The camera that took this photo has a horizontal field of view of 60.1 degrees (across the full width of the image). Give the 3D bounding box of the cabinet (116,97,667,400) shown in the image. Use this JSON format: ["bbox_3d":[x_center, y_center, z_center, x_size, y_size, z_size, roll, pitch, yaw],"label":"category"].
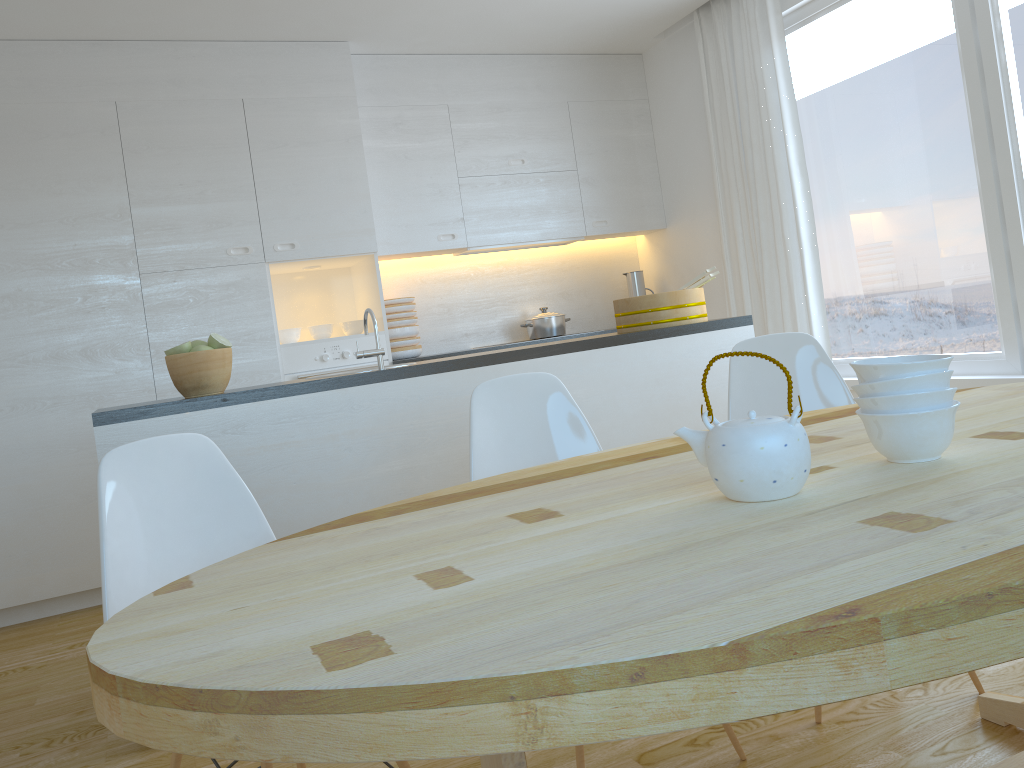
[{"bbox_3d":[-0.415,-0.479,5.170,3.212,2.301,0.479,-9,0,-24],"label":"cabinet"}]

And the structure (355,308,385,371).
[{"bbox_3d":[-0.507,-0.150,3.029,0.097,0.215,0.162,-8,1,-23],"label":"structure"}]

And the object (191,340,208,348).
[{"bbox_3d":[-1.018,-0.097,2.900,0.102,0.098,0.086,-8,1,-3],"label":"object"}]

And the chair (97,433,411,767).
[{"bbox_3d":[-0.477,0.536,1.684,0.521,0.901,0.432,-8,0,37],"label":"chair"}]

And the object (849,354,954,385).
[{"bbox_3d":[0.618,0.001,1.395,0.151,0.087,0.152,-8,2,5],"label":"object"}]

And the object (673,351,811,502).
[{"bbox_3d":[0.344,0.056,1.299,0.147,0.211,0.177,-8,1,-24],"label":"object"}]

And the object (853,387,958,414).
[{"bbox_3d":[0.623,0.053,1.394,0.151,0.093,0.152,-7,2,16],"label":"object"}]

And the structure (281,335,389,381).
[{"bbox_3d":[-0.898,0.069,4.680,0.562,0.596,0.049,-9,0,-24],"label":"structure"}]

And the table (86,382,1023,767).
[{"bbox_3d":[0.562,0.491,1.436,2.197,0.725,1.191,-9,3,-25],"label":"table"}]

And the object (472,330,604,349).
[{"bbox_3d":[0.150,-0.270,5.470,0.656,0.013,0.560,-9,4,-23],"label":"object"}]

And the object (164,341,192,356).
[{"bbox_3d":[-1.064,-0.100,2.822,0.084,0.065,0.086,-8,2,-11],"label":"object"}]

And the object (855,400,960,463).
[{"bbox_3d":[0.626,0.076,1.390,0.151,0.082,0.152,-7,3,16],"label":"object"}]

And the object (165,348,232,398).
[{"bbox_3d":[-1.000,-0.033,2.852,0.204,0.142,0.206,-7,2,28],"label":"object"}]

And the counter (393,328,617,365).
[{"bbox_3d":[0.150,-0.251,5.465,2.007,0.040,0.599,-9,3,-24],"label":"counter"}]

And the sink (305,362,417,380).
[{"bbox_3d":[-0.540,0.026,3.229,0.403,0.157,0.405,-7,3,18],"label":"sink"}]

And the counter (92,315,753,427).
[{"bbox_3d":[-0.248,-0.074,3.325,2.408,0.040,0.599,-9,3,-24],"label":"counter"}]

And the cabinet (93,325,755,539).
[{"bbox_3d":[-0.182,0.396,3.322,2.408,0.910,0.599,-9,1,-24],"label":"cabinet"}]

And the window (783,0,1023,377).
[{"bbox_3d":[2.034,-0.996,3.695,0.088,1.917,2.720,-8,2,-23],"label":"window"}]

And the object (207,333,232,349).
[{"bbox_3d":[-0.951,-0.134,2.878,0.074,0.072,0.077,-8,2,1],"label":"object"}]

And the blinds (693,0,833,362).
[{"bbox_3d":[1.296,-1.142,4.853,0.150,2.160,0.792,-8,0,-24],"label":"blinds"}]

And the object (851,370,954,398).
[{"bbox_3d":[0.620,0.029,1.397,0.152,0.096,0.151,-8,2,-7],"label":"object"}]

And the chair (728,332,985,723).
[{"bbox_3d":[0.844,0.311,2.358,0.430,0.901,0.523,-8,1,-3],"label":"chair"}]

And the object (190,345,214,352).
[{"bbox_3d":[-0.983,-0.082,2.825,0.081,0.085,0.098,-7,2,31],"label":"object"}]

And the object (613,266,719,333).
[{"bbox_3d":[0.636,-0.346,3.682,0.429,0.214,0.379,-8,2,5],"label":"object"}]
